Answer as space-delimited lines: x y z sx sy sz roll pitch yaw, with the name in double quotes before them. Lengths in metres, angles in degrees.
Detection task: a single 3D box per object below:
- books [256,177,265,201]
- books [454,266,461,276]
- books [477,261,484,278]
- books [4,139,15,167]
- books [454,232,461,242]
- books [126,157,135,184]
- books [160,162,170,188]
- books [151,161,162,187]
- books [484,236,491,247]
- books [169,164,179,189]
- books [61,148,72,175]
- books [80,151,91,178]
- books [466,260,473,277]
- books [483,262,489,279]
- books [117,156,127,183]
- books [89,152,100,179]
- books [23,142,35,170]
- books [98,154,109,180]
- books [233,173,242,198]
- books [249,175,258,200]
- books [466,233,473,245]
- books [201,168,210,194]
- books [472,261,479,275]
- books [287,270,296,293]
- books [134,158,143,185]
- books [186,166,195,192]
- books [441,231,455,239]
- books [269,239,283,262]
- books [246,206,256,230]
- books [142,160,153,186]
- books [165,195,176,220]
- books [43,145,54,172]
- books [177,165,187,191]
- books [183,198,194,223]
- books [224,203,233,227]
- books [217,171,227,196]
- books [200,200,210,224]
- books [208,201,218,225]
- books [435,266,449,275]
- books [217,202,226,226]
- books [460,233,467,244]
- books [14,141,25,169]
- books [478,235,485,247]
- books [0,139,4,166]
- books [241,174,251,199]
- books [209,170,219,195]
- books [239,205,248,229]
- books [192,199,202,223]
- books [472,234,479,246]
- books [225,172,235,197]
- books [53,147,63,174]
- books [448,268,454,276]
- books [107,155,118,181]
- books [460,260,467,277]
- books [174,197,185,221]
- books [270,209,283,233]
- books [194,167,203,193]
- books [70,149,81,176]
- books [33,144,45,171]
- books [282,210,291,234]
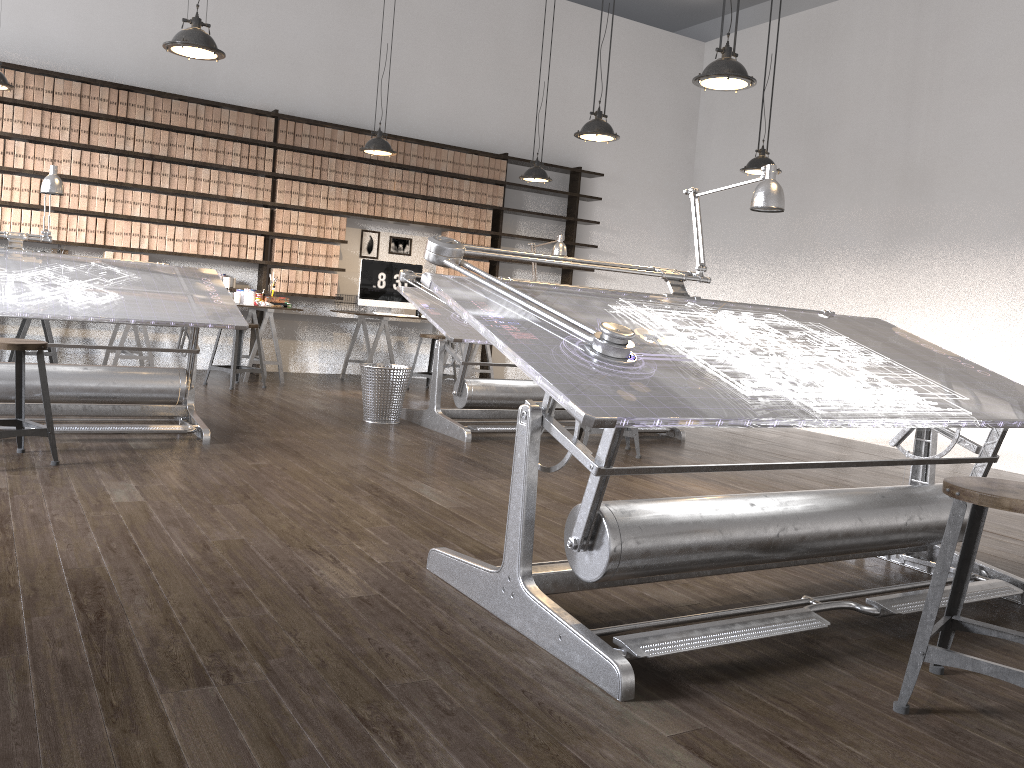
"books" -2.360 -1.802 8.219 0.066 0.225 0.175 3 3 -31
"books" -0.613 -1.204 9.326 0.066 0.225 0.175 3 3 -31
"books" -0.379 -1.197 9.464 0.066 0.225 0.175 3 3 -31
"books" -4.078 -1.856 7.182 0.066 0.225 0.175 3 3 -31
"books" -0.617 -1.478 9.299 0.066 0.225 0.175 3 3 -31
"books" -3.307 -1.832 7.645 0.066 0.225 0.175 3 3 -31
"books" -3.062 -1.824 7.791 0.066 0.225 0.175 3 3 -31
"books" -3.125 -1.826 7.758 0.066 0.225 0.175 3 3 -31
"books" -0.302 -1.468 9.487 0.066 0.225 0.175 3 3 -31
"books" -3.004 -1.822 7.831 0.066 0.225 0.175 3 3 -31
"books" -3.726 -1.844 7.391 0.066 0.225 0.175 3 3 -31
"books" -3.605 -1.841 7.467 0.066 0.225 0.175 3 3 -31
"books" -0.488 -1.200 9.393 0.066 0.225 0.175 3 3 -31
"books" -0.320 -1.195 9.501 0.066 0.225 0.175 3 3 -31
"books" -3.359 -1.833 7.609 0.067 0.225 0.175 3 3 -31
"books" -3.546 -1.839 7.504 0.066 0.225 0.175 3 3 -31
"books" -3.956 -1.852 7.255 0.066 0.225 0.175 3 3 -31
"books" -3.485 -1.837 7.537 0.066 0.225 0.175 3 3 -31
"books" -2.532 -1.808 8.113 0.066 0.225 0.175 3 3 -31
"books" -2.412 -1.803 8.182 0.067 0.225 0.175 3 3 -31
"books" -0.496 -1.475 9.373 0.066 0.225 0.175 3 3 -31
"books" -2.773 -1.815 7.967 0.066 0.225 0.175 3 3 -31
"books" -0.431 -1.198 9.428 0.067 0.225 0.175 3 3 -31
"books" -2.119 -0.974 8.429 0.067 0.225 0.175 3 3 -31
"books" -3.253 -1.830 7.681 0.066 0.225 0.175 3 3 -31
"books" -2.883 -1.818 7.898 0.067 0.225 0.175 3 3 -31
"books" -0.677 -1.480 9.263 0.066 0.225 0.175 3 3 -31
"books" -2.224 -1.254 8.350 0.066 0.225 0.175 3 3 -31
"books" -2.437 -1.529 8.197 0.066 0.225 0.175 3 3 -31
"books" -3.186 -1.828 7.715 0.067 0.225 0.175 3 3 -31
"books" -3.032 -1.547 7.838 0.066 0.225 0.175 3 3 -31
"books" -3.835 -1.848 7.321 0.067 0.225 0.175 3 3 -31
"books" -2.943 -1.821 7.868 0.066 0.225 0.175 3 3 -31
"books" -2.905 -1.543 7.915 0.066 0.225 0.175 3 3 -31
"books" -2.607 -1.534 8.093 0.066 0.225 0.175 3 3 -31
"books" -2.652 -1.811 8.043 0.066 0.225 0.175 3 3 -31
"books" -2.783 -1.539 7.988 0.066 0.225 0.175 3 3 -31
"books" -2.723 -1.537 8.025 0.066 0.225 0.175 3 3 -31
"books" -0.730 -1.207 9.249 0.067 0.225 0.175 3 3 -31
"books" -2.662 -1.535 8.055 0.067 0.225 0.175 3 3 -31
"books" -0.554 -1.476 9.332 0.066 0.225 0.175 3 3 -31
"books" -4.015 -1.853 7.215 0.066 0.225 0.175 3 3 -31
"books" -0.368 -1.471 9.450 0.066 0.225 0.175 3 3 -31
"books" -4.139 -1.857 7.138 0.067 0.225 0.175 3 3 -31
"books" -2.469 -1.805 8.148 0.066 0.225 0.175 3 3 -31
"books" -2.711 -1.813 8.003 0.067 0.225 0.175 3 3 -31
"books" -2.495 -1.530 8.157 0.067 0.225 0.175 3 3 -31
"books" -2.841 -1.541 7.948 0.066 0.225 0.175 3 3 -31
"books" -0.429 -1.472 9.407 0.067 0.225 0.175 3 3 -31
"books" -2.594 -1.810 8.081 0.066 0.225 0.175 3 3 -31
"books" -3.780 -1.846 7.360 0.066 0.225 0.175 3 3 -31
"books" -0.672 -1.206 9.288 0.066 0.225 0.175 3 3 -31
"books" -3.421 -1.835 7.572 0.066 0.225 0.175 3 3 -31
"books" -0.551 -1.202 9.359 0.066 0.225 0.175 3 3 -31
"books" -2.966 -1.545 7.872 0.067 0.225 0.175 3 3 -31
"books" -2.216 -1.528 8.332 0.066 0.225 0.175 3 3 -31
"books" -2.828 -1.817 7.936 0.066 0.225 0.175 3 3 -31
"books" -3.663 -1.842 7.427 0.067 0.225 0.175 3 3 -31
"books" -3.896 -1.850 7.291 0.066 0.225 0.175 3 3 -31
"books" -2.156 -1.526 8.367 0.066 0.225 0.175 3 3 -31
